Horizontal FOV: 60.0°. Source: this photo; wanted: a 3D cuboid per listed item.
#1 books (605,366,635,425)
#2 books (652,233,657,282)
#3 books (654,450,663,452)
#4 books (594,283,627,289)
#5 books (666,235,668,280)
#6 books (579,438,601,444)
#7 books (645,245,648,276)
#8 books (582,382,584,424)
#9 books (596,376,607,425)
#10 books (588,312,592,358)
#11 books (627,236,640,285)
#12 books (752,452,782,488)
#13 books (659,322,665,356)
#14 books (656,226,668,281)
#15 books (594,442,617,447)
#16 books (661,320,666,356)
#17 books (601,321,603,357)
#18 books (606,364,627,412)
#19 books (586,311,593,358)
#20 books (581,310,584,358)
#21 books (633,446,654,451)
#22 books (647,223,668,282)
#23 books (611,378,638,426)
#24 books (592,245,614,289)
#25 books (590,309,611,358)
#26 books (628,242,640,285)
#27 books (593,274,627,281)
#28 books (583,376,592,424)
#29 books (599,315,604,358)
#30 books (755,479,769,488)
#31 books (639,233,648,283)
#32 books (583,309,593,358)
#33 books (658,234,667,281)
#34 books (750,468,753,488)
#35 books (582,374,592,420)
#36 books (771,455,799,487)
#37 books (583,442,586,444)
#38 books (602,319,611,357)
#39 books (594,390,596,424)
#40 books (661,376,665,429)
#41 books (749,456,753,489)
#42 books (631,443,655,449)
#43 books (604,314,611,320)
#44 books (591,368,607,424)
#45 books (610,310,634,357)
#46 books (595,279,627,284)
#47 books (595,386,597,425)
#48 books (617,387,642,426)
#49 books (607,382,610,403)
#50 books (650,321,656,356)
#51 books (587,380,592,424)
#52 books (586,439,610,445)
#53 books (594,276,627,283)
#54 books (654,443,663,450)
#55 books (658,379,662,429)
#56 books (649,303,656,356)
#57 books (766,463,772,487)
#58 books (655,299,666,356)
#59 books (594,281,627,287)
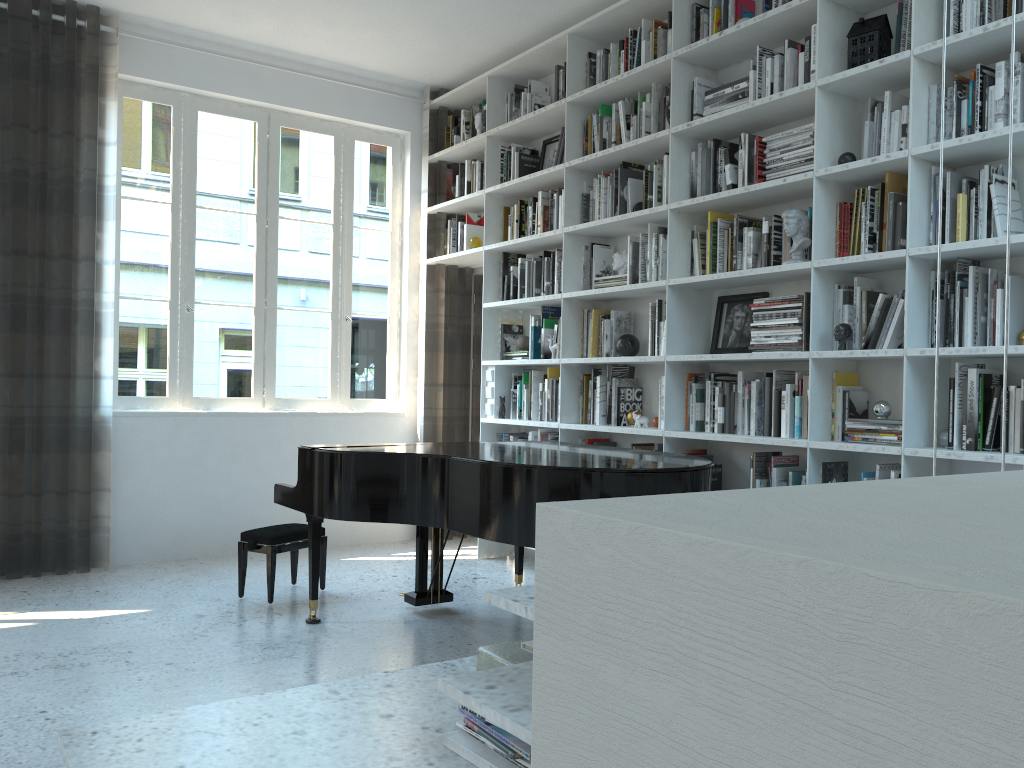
[{"bbox_3d":[0.597,0.065,4.884,0.166,0.328,0.050,1,0,-34],"label":"books"},{"bbox_3d":[0.801,-0.635,4.582,0.193,0.265,0.012,1,0,-34],"label":"books"},{"bbox_3d":[0.796,0.471,4.556,0.191,0.266,0.011,1,0,-34],"label":"books"},{"bbox_3d":[0.602,-0.535,4.904,0.161,0.012,0.254,1,0,-38],"label":"books"},{"bbox_3d":[0.855,-0.630,4.556,0.152,0.256,0.022,1,0,-34],"label":"books"},{"bbox_3d":[0.452,0.458,5.119,0.159,0.285,0.012,1,0,-34],"label":"books"},{"bbox_3d":[0.768,-0.615,4.672,0.149,0.225,0.048,1,0,-34],"label":"books"},{"bbox_3d":[0.474,0.108,5.069,0.157,0.239,0.030,1,0,-34],"label":"books"},{"bbox_3d":[0.551,0.094,4.950,0.185,0.269,0.027,1,0,-34],"label":"books"},{"bbox_3d":[0.505,-0.270,5.036,0.166,0.263,0.036,1,0,-34],"label":"books"},{"bbox_3d":[0.686,-0.646,4.770,0.159,0.285,0.012,1,0,-34],"label":"books"},{"bbox_3d":[1.140,0.456,3.963,0.181,0.303,0.013,1,0,-34],"label":"books"},{"bbox_3d":[0.826,-0.226,4.585,0.154,0.183,0.030,1,0,-34],"label":"books"},{"bbox_3d":[0.815,-0.653,4.577,0.178,0.301,0.011,1,0,-34],"label":"books"},{"bbox_3d":[0.525,0.465,5.019,0.146,0.273,0.026,1,0,-34],"label":"books"},{"bbox_3d":[0.838,-0.229,4.541,0.156,0.188,0.057,1,0,-34],"label":"books"},{"bbox_3d":[0.570,-0.241,4.939,0.180,0.208,0.011,1,0,-34],"label":"books"},{"bbox_3d":[0.583,0.059,4.947,0.138,0.339,0.013,1,0,-34],"label":"books"},{"bbox_3d":[0.494,-0.276,5.066,0.154,0.275,0.026,1,0,-34],"label":"books"},{"bbox_3d":[0.467,-0.281,5.114,0.159,0.285,0.012,1,0,-34],"label":"books"},{"bbox_3d":[0.701,0.468,4.739,0.142,0.271,0.012,1,0,-34],"label":"books"},{"bbox_3d":[0.778,-0.668,4.642,0.173,0.329,0.010,1,0,-34],"label":"books"},{"bbox_3d":[0.616,0.099,4.852,0.163,0.261,0.027,1,0,-34],"label":"books"},{"bbox_3d":[0.518,-0.644,5.039,0.136,0.278,0.021,1,0,-34],"label":"books"},{"bbox_3d":[0.523,-0.275,4.979,0.190,0.274,0.026,1,0,-34],"label":"books"},{"bbox_3d":[0.698,-0.627,4.742,0.174,0.247,0.030,1,0,-34],"label":"books"},{"bbox_3d":[0.602,-0.584,4.904,0.159,0.012,0.285,1,0,-38],"label":"books"},{"bbox_3d":[0.479,0.091,5.047,0.181,0.272,0.012,1,0,-34],"label":"books"},{"bbox_3d":[0.551,-0.260,4.974,0.153,0.244,0.014,1,0,-34],"label":"books"},{"bbox_3d":[1.147,0.515,3.946,0.170,0.185,0.025,1,0,-34],"label":"books"},{"bbox_3d":[0.738,-0.646,4.687,0.167,0.286,0.012,1,0,-34],"label":"books"},{"bbox_3d":[0.476,-0.281,5.084,0.145,0.284,0.025,1,0,-34],"label":"books"},{"bbox_3d":[0.825,-0.632,4.563,0.170,0.260,0.023,1,0,-34],"label":"books"},{"bbox_3d":[1.139,0.492,3.986,0.176,0.230,0.025,1,0,-34],"label":"books"},{"bbox_3d":[0.465,0.086,5.089,0.146,0.283,0.013,1,0,-34],"label":"books"},{"bbox_3d":[1.196,0.461,3.889,0.169,0.293,0.015,1,0,-34],"label":"books"},{"bbox_3d":[0.463,0.468,5.105,0.134,0.266,0.023,1,0,-34],"label":"books"},{"bbox_3d":[0.578,-0.246,4.921,0.175,0.216,0.028,1,0,-34],"label":"books"},{"bbox_3d":[0.530,0.130,4.993,0.157,0.196,0.024,1,0,-34],"label":"books"},{"bbox_3d":[0.831,0.097,4.542,0.159,0.269,0.027,1,0,-34],"label":"books"},{"bbox_3d":[1.130,0.465,4.002,0.159,0.285,0.012,1,0,-34],"label":"books"},{"bbox_3d":[0.698,0.461,4.751,0.159,0.285,0.012,1,0,-34],"label":"books"},{"bbox_3d":[0.576,-0.261,4.966,0.142,0.248,0.028,1,0,-34],"label":"books"},{"bbox_3d":[0.516,0.071,5.006,0.166,0.313,0.014,1,0,-34],"label":"books"},{"bbox_3d":[0.606,-0.270,4.906,0.144,0.266,0.028,1,0,-34],"label":"books"},{"bbox_3d":[0.604,-0.560,4.905,0.161,0.012,0.254,1,0,-37],"label":"books"},{"bbox_3d":[0.539,0.121,4.972,0.172,0.215,0.021,1,0,-34],"label":"books"},{"bbox_3d":[0.642,0.123,4.840,0.160,0.212,0.023,1,0,-34],"label":"books"},{"bbox_3d":[0.587,0.108,4.926,0.135,0.241,0.029,1,0,-34],"label":"books"},{"bbox_3d":[0.786,-0.228,4.619,0.154,0.186,0.025,1,0,-34],"label":"books"},{"bbox_3d":[0.501,0.104,5.030,0.162,0.248,0.042,1,0,-34],"label":"books"},{"bbox_3d":[0.489,0.457,5.058,0.161,0.288,0.013,1,0,-34],"label":"books"},{"bbox_3d":[0.606,-0.572,4.906,0.159,0.012,0.285,1,0,-32],"label":"books"},{"bbox_3d":[0.798,0.457,4.622,0.134,0.294,0.025,1,0,-34],"label":"books"},{"bbox_3d":[0.820,0.104,4.576,0.161,0.254,0.012,1,0,-34],"label":"books"},{"bbox_3d":[0.780,-0.278,4.637,0.159,0.285,0.012,1,0,-34],"label":"books"},{"bbox_3d":[1.195,0.478,3.937,0.133,0.261,0.066,1,0,-34],"label":"books"},{"bbox_3d":[0.810,-0.284,4.599,0.166,0.298,0.012,1,0,-34],"label":"books"},{"bbox_3d":[0.600,-0.547,4.903,0.161,0.012,0.254,1,0,-39],"label":"books"}]
